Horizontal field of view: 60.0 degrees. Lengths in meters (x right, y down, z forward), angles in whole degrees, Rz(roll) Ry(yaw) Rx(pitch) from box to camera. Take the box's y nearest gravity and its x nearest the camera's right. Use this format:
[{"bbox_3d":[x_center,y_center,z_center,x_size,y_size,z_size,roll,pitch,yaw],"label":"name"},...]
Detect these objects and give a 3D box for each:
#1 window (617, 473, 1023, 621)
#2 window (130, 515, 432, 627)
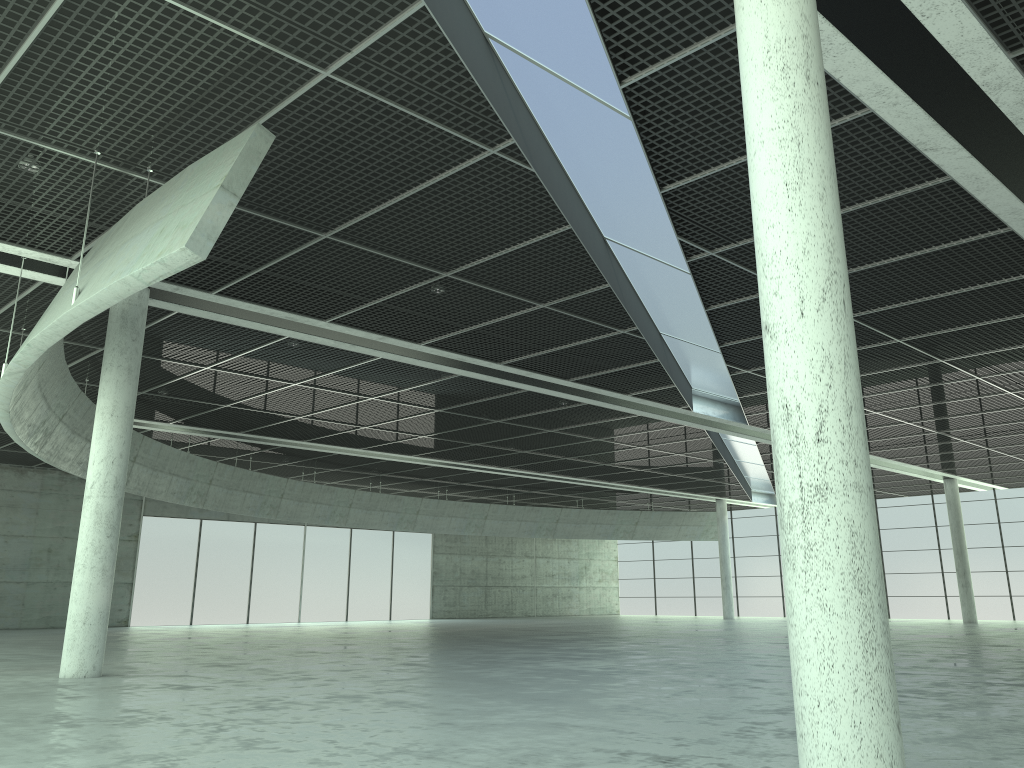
[{"bbox_3d":[13.830,9.302,55.531,100.761,16.080,99.594,14,-21,-43],"label":"window"},{"bbox_3d":[-21.062,21.148,89.031,33.520,10.662,0.159,14,-20,-43],"label":"window"}]
